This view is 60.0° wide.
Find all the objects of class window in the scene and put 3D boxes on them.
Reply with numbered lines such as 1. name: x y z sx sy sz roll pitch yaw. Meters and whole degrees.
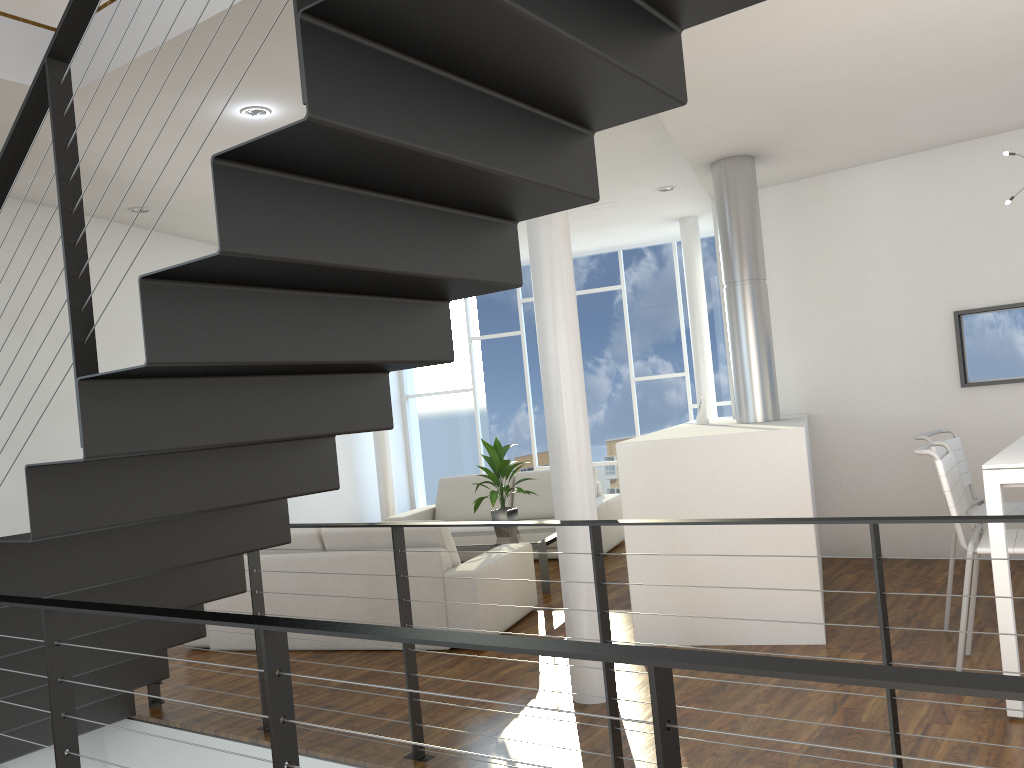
1. window: 0.364 -1.540 8.345 3.418 5.633 0.090 -6 -1 19
2. window: 3.236 -0.285 4.196 2.027 0.407 0.165 -7 -1 35

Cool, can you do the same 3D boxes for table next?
1. table: 2.065 0.537 2.904 0.701 0.720 1.399 -6 -2 35
2. table: -0.437 1.095 5.473 1.610 0.284 0.661 -6 -2 20

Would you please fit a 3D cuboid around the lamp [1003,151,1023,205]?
1. lamp: 1.986 -0.923 2.945 0.589 0.726 0.619 -5 -1 -33

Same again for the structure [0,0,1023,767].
1. structure: -0.163 0.616 1.928 4.367 6.295 1.093 -6 -1 35

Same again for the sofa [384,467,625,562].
1. sofa: -0.052 0.947 6.479 1.612 0.565 0.802 -6 -2 20

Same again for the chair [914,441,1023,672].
1. chair: 1.656 0.562 2.857 0.556 0.764 0.427 -6 -1 32

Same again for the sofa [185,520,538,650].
1. sofa: -0.766 0.948 4.465 1.612 0.565 0.802 -6 -2 20

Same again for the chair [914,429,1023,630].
1. chair: 1.957 0.554 3.483 0.556 0.764 0.427 -6 -1 41

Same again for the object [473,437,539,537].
1. object: -0.051 0.606 5.279 0.432 0.601 0.458 -6 -1 4

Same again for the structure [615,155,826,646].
1. structure: 1.199 -0.043 4.862 0.751 2.205 2.749 -6 -1 19

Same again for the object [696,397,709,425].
1. object: 1.081 0.154 5.058 0.061 0.151 0.100 -6 -1 6
